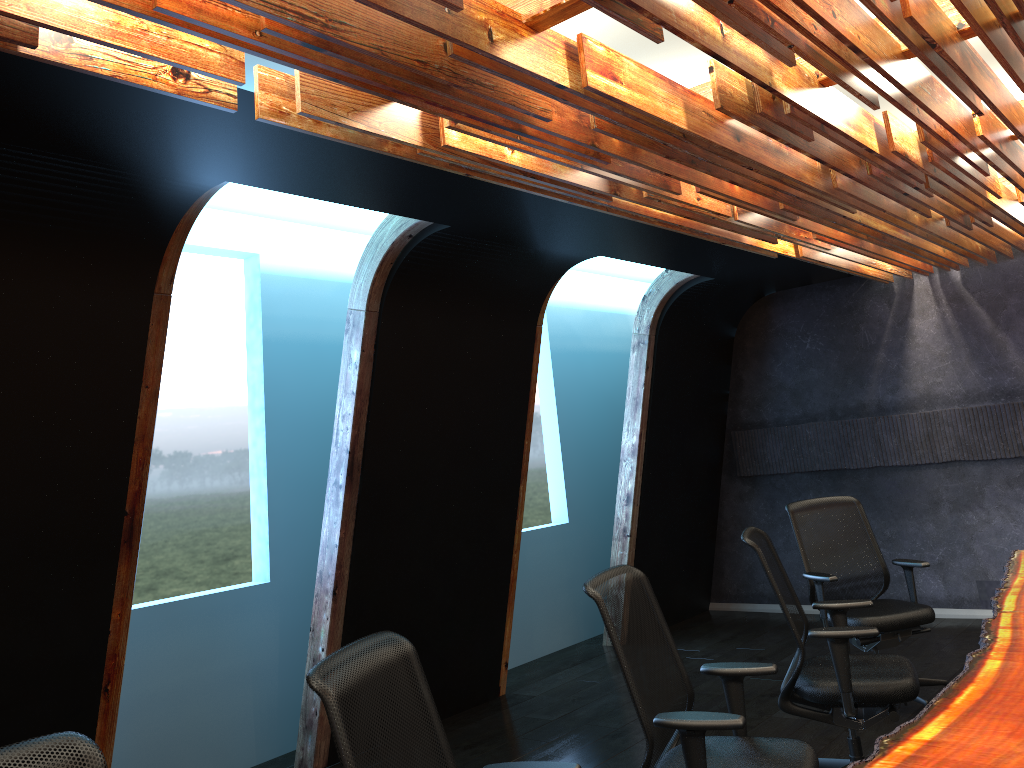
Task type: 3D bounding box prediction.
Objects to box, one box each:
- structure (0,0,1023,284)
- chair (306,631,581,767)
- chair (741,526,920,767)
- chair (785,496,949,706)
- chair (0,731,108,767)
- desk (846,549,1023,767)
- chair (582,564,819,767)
[{"bbox_3d":[1.579,0.061,2.143,4.451,3.056,11.440,-12,-8,39],"label":"structure"},{"bbox_3d":[-0.017,1.282,2.170,0.792,1.265,0.799,-8,-11,14],"label":"chair"},{"bbox_3d":[1.590,1.292,4.126,0.790,1.265,0.801,-9,-11,19],"label":"chair"},{"bbox_3d":[2.224,1.343,5.431,0.819,1.265,0.773,-3,-11,-16],"label":"chair"},{"bbox_3d":[-0.635,1.270,1.328,0.788,1.265,0.803,-10,-12,23],"label":"chair"},{"bbox_3d":[1.877,1.314,2.347,2.002,0.834,6.641,-11,-7,40],"label":"desk"},{"bbox_3d":[0.762,1.284,3.089,0.788,1.265,0.803,-10,-12,23],"label":"chair"}]
